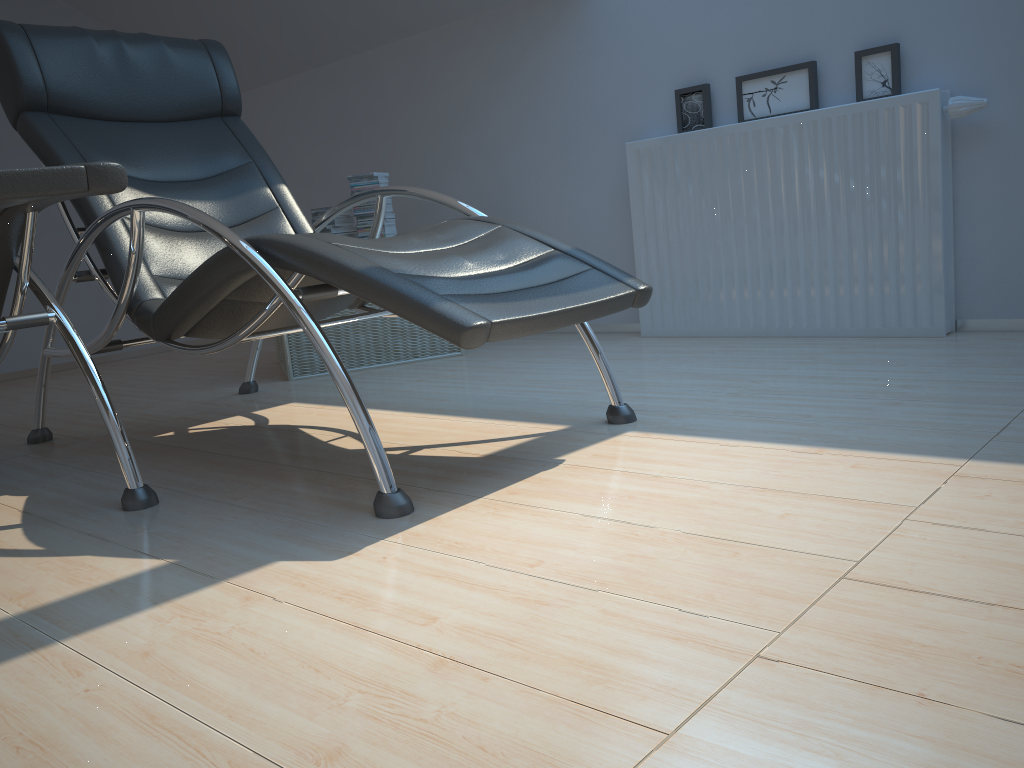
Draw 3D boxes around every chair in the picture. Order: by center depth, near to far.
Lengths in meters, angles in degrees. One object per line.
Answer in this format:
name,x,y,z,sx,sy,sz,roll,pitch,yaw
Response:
chair,-1.635,-0.151,2.043,2.114,0.953,0.836,3,13,42
chair,-0.630,-0.472,2.385,1.938,1.251,0.836,3,13,42

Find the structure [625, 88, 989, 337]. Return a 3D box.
structure,1.033,-0.576,3.274,1.324,0.800,0.120,3,13,42

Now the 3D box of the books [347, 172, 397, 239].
books,-0.600,-0.750,3.820,0.149,0.300,0.149,-4,10,13

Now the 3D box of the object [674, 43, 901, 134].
object,0.974,-1.056,3.234,0.846,0.180,0.030,3,13,42

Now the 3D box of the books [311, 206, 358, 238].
books,-0.785,-0.687,3.920,0.165,0.184,0.162,2,13,40

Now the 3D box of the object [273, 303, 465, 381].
object,-0.690,-0.365,3.976,0.745,0.518,0.744,-9,10,-17
